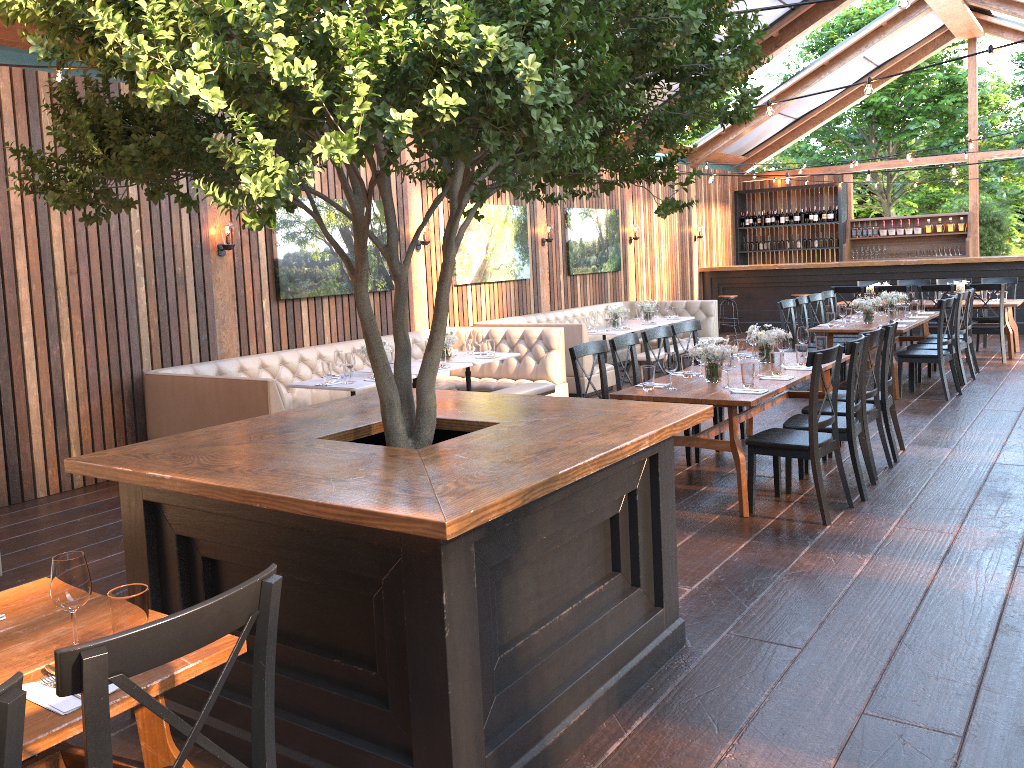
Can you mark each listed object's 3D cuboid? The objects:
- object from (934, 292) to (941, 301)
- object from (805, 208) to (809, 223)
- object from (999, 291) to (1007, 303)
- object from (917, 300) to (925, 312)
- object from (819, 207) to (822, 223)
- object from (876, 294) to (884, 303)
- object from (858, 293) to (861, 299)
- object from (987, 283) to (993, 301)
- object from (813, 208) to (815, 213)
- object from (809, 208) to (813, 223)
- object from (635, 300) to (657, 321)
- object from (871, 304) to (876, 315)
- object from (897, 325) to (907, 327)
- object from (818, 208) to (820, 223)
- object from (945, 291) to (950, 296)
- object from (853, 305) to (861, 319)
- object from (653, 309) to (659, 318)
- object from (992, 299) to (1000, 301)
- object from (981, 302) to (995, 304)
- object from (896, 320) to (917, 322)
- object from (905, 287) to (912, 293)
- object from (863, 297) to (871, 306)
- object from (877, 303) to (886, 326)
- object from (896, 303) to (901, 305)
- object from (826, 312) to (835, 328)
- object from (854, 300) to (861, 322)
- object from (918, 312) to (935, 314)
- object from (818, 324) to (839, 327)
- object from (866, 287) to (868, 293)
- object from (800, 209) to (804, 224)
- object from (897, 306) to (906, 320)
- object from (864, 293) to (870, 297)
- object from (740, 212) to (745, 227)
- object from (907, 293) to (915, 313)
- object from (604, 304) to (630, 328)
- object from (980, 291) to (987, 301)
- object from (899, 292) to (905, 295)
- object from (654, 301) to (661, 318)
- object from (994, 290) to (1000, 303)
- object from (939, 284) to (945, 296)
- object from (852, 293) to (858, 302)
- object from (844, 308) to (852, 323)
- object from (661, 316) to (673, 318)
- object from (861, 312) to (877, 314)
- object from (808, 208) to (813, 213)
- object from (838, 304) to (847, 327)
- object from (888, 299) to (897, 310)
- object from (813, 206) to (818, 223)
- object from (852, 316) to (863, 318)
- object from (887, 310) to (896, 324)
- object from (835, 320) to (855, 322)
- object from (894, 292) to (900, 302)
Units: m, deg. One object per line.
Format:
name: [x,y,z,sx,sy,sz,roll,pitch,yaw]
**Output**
object: [6.096,-1.266,12.678,0.092,0.157,0.092,-6,6,-29]
object: [6.035,-3.449,18.110,0.081,0.322,0.081,-2,5,13]
object: [6.512,-1.150,11.726,0.092,0.157,0.092,-6,6,-29]
object: [5.030,-0.956,10.870,0.092,0.157,0.092,-6,6,-29]
object: [6.263,-3.431,17.960,0.077,0.307,0.078,-2,5,13]
object: [4.555,-0.987,10.945,0.092,0.243,0.092,-4,5,-13]
object: [5.187,-1.339,13.199,0.092,0.243,0.092,-4,5,-13]
object: [6.606,-1.270,12.233,0.092,0.243,0.092,-4,5,-13]
object: [6.194,-3.449,18.100,0.078,0.310,0.078,0,5,30]
object: [6.099,-3.433,18.039,0.077,0.305,0.077,-6,6,-39]
object: [1.880,-1.033,12.358,0.329,0.308,0.338,-2,6,9]
object: [4.452,-0.935,10.922,0.092,0.157,0.092,-6,6,-29]
object: [4.020,-0.616,9.322,0.255,0.019,0.158,3,10,35]
object: [6.292,-3.443,18.062,0.075,0.301,0.076,-1,5,18]
object: [6.022,-1.235,12.190,0.092,0.243,0.092,-4,5,-13]
object: [4.084,-0.851,10.457,0.092,0.157,0.092,-6,6,-29]
object: [2.100,-1.045,12.901,0.092,0.157,0.092,-1,6,21]
object: [6.764,-1.175,12.308,0.157,0.019,0.256,3,10,34]
object: [6.357,-1.084,11.807,0.157,0.019,0.256,3,10,34]
object: [4.347,-0.701,9.820,0.255,0.019,0.158,3,10,35]
object: [5.590,-1.254,12.468,0.092,0.243,0.092,-4,5,-13]
object: [4.199,-0.901,10.470,0.092,0.243,0.092,-4,5,-13]
object: [3.951,-0.745,9.462,0.092,0.243,0.093,-3,5,-7]
object: [5.434,-1.128,12.431,0.157,0.019,0.256,3,10,34]
object: [3.446,-0.691,9.557,0.092,0.157,0.092,-5,6,-19]
object: [3.924,-0.826,10.038,0.092,0.243,0.092,-4,5,-13]
object: [4.980,-0.863,10.730,0.255,0.019,0.158,3,10,35]
object: [3.498,-0.647,9.721,0.255,0.019,0.158,3,10,35]
object: [5.107,-1.279,12.810,0.092,0.243,0.092,-4,5,-13]
object: [5.959,-3.441,18.163,0.075,0.301,0.076,-1,5,18]
object: [4.393,-0.795,9.973,0.092,0.157,0.092,-6,6,-29]
object: [5.095,-1.219,12.694,0.092,0.157,0.092,-6,6,-29]
object: [4.932,-3.510,18.918,0.081,0.323,0.171,-1,5,20]
object: [4.903,-0.994,10.878,0.092,0.243,0.092,-4,5,-13]
object: [1.360,-0.894,11.564,0.337,0.308,0.330,-7,8,-33]
object: [6.592,-1.245,12.365,0.092,0.157,0.092,-6,6,-29]
object: [5.675,-1.316,12.873,0.092,0.243,0.092,-4,5,-13]
object: [2.102,-1.073,12.789,0.092,0.243,0.092,-4,5,-13]
object: [6.507,-1.211,11.856,0.092,0.243,0.092,-4,5,-13]
object: [6.109,-1.295,12.575,0.092,0.243,0.092,-4,5,-13]
object: [5.172,-1.313,13.325,0.092,0.157,0.092,-6,6,-29]
object: [3.806,-0.775,10.023,0.092,0.157,0.092,-6,6,-29]
object: [2.262,-0.977,12.857,0.157,0.019,0.256,3,10,34]
object: [4.496,-0.894,11.107,0.255,0.019,0.158,3,10,35]
object: [6.124,-3.460,18.201,0.136,0.314,0.137,-3,5,-4]
object: [3.574,-0.742,9.566,0.092,0.243,0.093,-3,5,-7]
object: [4.282,-0.832,9.966,0.092,0.243,0.092,-4,5,-13]
object: [6.174,-3.444,17.999,0.087,0.333,0.088,-2,5,15]
object: [4.133,-0.810,10.641,0.255,0.019,0.158,3,10,35]
object: [4.072,-0.711,9.483,0.092,0.157,0.092,-4,5,-9]
object: [3.850,-0.733,10.199,0.255,0.019,0.158,3,10,35]
object: [5.661,-1.289,12.990,0.092,0.157,0.092,-6,6,-29]
